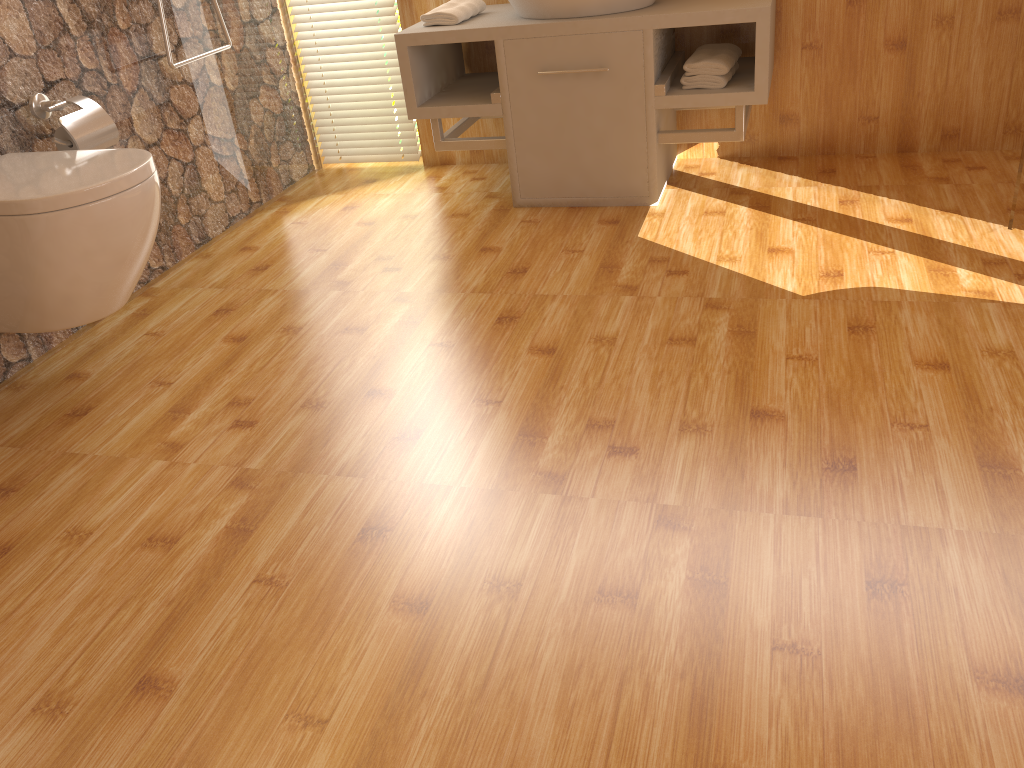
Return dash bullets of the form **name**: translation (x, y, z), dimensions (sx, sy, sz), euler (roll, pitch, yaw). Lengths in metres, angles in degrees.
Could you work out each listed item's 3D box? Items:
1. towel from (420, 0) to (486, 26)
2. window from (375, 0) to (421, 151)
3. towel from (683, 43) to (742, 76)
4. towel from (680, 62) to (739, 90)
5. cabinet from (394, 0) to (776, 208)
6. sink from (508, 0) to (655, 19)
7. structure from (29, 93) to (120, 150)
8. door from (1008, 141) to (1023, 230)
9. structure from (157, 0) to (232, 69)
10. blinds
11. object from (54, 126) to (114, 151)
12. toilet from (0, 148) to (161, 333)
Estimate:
- **towel**: translation (-0.191, -1.217, 2.898), dimensions (0.140, 0.048, 0.225), euler (6, 33, 22)
- **window**: translation (1.048, -1.817, 2.645), dimensions (3.964, 2.164, 0.010), euler (3, 31, 17)
- **towel**: translation (0.617, -0.999, 2.727), dimensions (0.140, 0.048, 0.225), euler (6, 33, 22)
- **towel**: translation (0.611, -0.962, 2.741), dimensions (0.140, 0.048, 0.225), euler (6, 33, 22)
- **cabinet**: translation (0.269, -0.945, 2.950), dimensions (1.136, 0.570, 0.517), euler (3, 31, 17)
- **sink**: translation (0.215, -1.363, 2.700), dimensions (0.634, 0.409, 0.533), euler (3, 31, 17)
- **structure**: translation (-1.138, -0.668, 2.272), dimensions (0.154, 0.151, 0.170), euler (3, 31, 17)
- **door**: translation (1.563, -1.513, 2.011), dimensions (0.983, 2.147, 0.077), euler (-24, 34, -26)
- **structure**: translation (-1.010, -1.169, 2.641), dimensions (0.133, 0.387, 0.332), euler (3, 31, 17)
- **blinds**: translation (-0.687, -1.838, 3.045), dimensions (0.420, 2.178, 0.042), euler (3, 31, 17)
- **object**: translation (-1.106, -0.608, 2.306), dimensions (0.090, 0.151, 0.098), euler (3, 31, 17)
- **toilet**: translation (-1.034, -0.325, 2.056), dimensions (0.507, 0.337, 0.371), euler (3, 31, 17)
